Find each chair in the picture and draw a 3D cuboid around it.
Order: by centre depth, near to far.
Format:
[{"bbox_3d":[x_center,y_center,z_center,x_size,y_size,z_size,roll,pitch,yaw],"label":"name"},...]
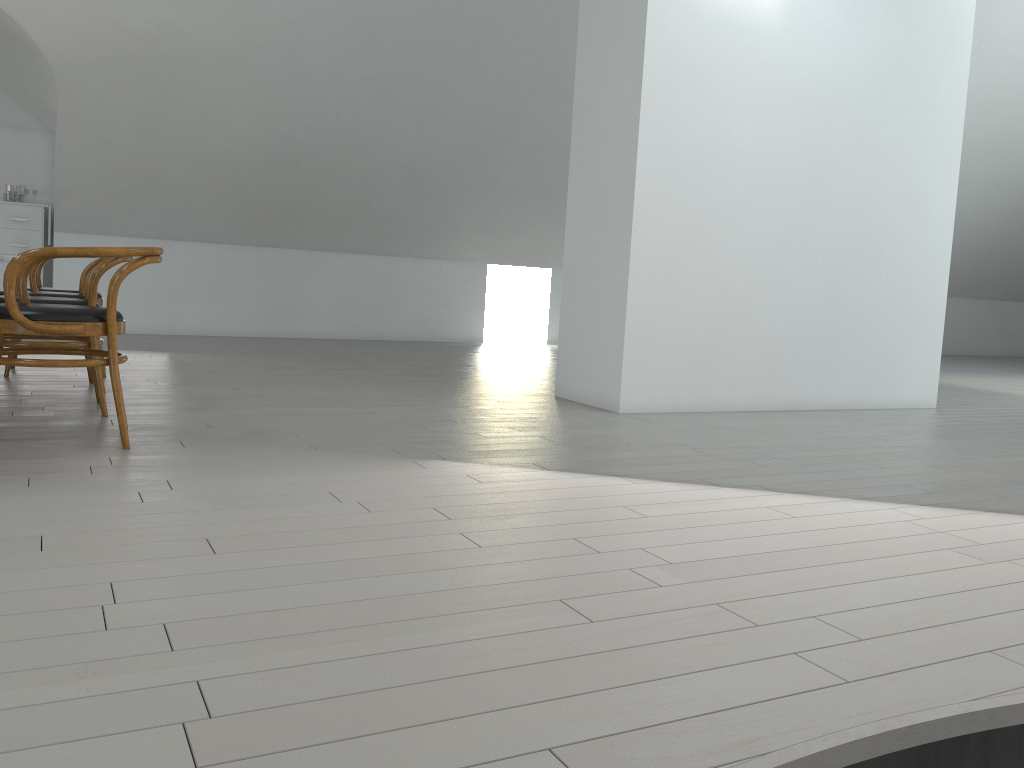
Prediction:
[{"bbox_3d":[-1.622,-0.156,3.255,0.621,0.733,0.529,1,6,-25],"label":"chair"},{"bbox_3d":[-1.996,-0.246,3.876,0.621,0.733,0.529,1,6,-28],"label":"chair"},{"bbox_3d":[-2.321,-0.337,4.523,0.621,0.733,0.529,0,6,-33],"label":"chair"},{"bbox_3d":[-2.596,-0.427,5.192,0.621,0.733,0.529,1,6,-25],"label":"chair"}]

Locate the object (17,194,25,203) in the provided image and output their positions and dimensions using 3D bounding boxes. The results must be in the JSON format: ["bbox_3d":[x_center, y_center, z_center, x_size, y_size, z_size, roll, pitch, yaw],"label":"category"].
[{"bbox_3d":[-4.606,-1.730,8.305,0.071,0.098,0.071,2,5,-20],"label":"object"}]

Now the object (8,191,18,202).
[{"bbox_3d":[-4.583,-1.713,8.137,0.082,0.105,0.082,4,5,10],"label":"object"}]

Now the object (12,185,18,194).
[{"bbox_3d":[-4.668,-1.776,8.327,0.054,0.178,0.054,0,6,-34],"label":"object"}]

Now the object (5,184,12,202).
[{"bbox_3d":[-4.647,-1.754,8.183,0.048,0.169,0.048,4,5,4],"label":"object"}]

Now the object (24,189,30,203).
[{"bbox_3d":[-4.519,-1.744,8.255,0.046,0.142,0.046,2,5,-17],"label":"object"}]

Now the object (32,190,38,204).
[{"bbox_3d":[-4.477,-1.747,8.314,0.046,0.142,0.046,2,5,-17],"label":"object"}]

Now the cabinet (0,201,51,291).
[{"bbox_3d":[-4.948,-1.108,8.160,1.242,1.151,0.611,1,6,-28],"label":"cabinet"}]

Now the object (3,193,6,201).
[{"bbox_3d":[-4.682,-1.726,8.254,0.093,0.093,0.095,4,5,4],"label":"object"}]

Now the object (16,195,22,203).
[{"bbox_3d":[-4.595,-1.713,8.224,0.077,0.085,0.077,1,6,-20],"label":"object"}]

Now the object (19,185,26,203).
[{"bbox_3d":[-4.622,-1.782,8.371,0.063,0.186,0.063,-1,6,-42],"label":"object"}]
